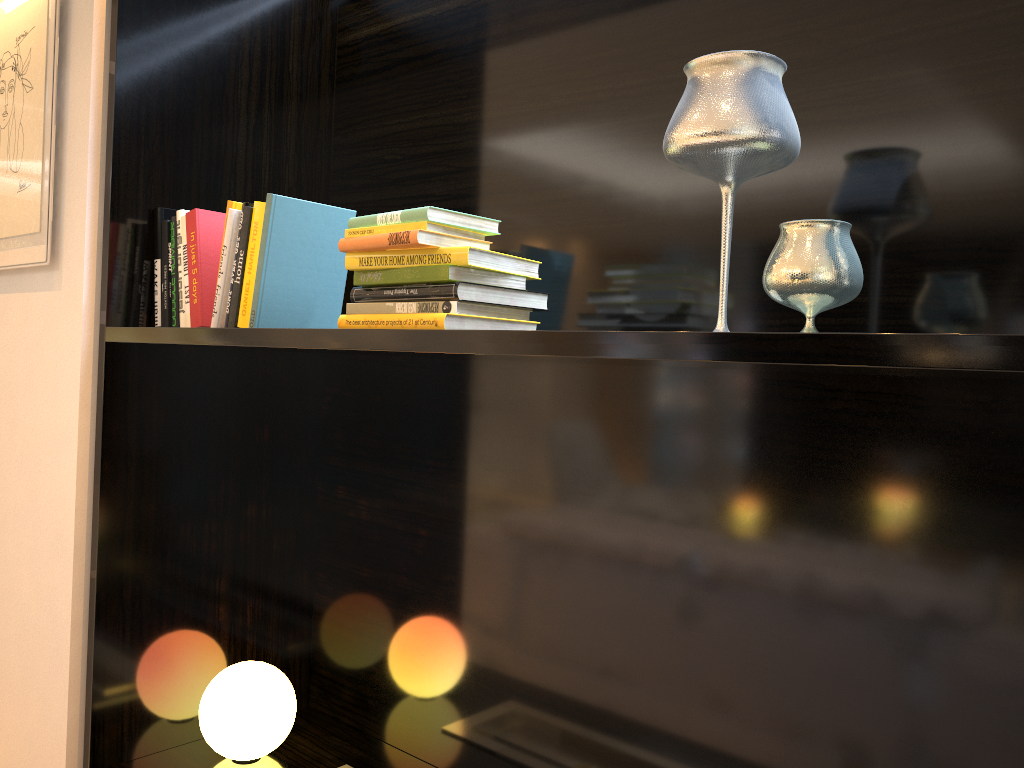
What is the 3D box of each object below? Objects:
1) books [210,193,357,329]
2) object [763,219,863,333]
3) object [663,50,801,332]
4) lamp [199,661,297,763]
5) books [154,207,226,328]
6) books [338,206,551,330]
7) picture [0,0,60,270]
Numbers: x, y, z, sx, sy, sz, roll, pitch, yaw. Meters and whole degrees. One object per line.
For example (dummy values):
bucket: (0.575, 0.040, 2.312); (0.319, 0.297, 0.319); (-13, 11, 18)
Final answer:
books: (-0.468, -0.231, 1.798); (0.210, 0.261, 0.212); (4, 1, 41)
object: (0.383, -0.126, 1.133); (0.119, 0.154, 0.119); (2, 1, -39)
object: (0.298, -0.246, 1.226); (0.181, 0.381, 0.181); (3, 1, 36)
lamp: (-0.600, 0.742, 2.018); (0.212, 0.214, 0.213); (2, 1, -9)
books: (-0.644, -0.246, 1.948); (0.240, 0.270, 0.208); (4, 1, 41)
books: (-0.122, -0.181, 1.522); (0.296, 0.197, 0.260); (4, 1, 44)
picture: (-1.238, -0.644, 2.178); (0.610, 0.729, 0.027); (4, 1, 41)
